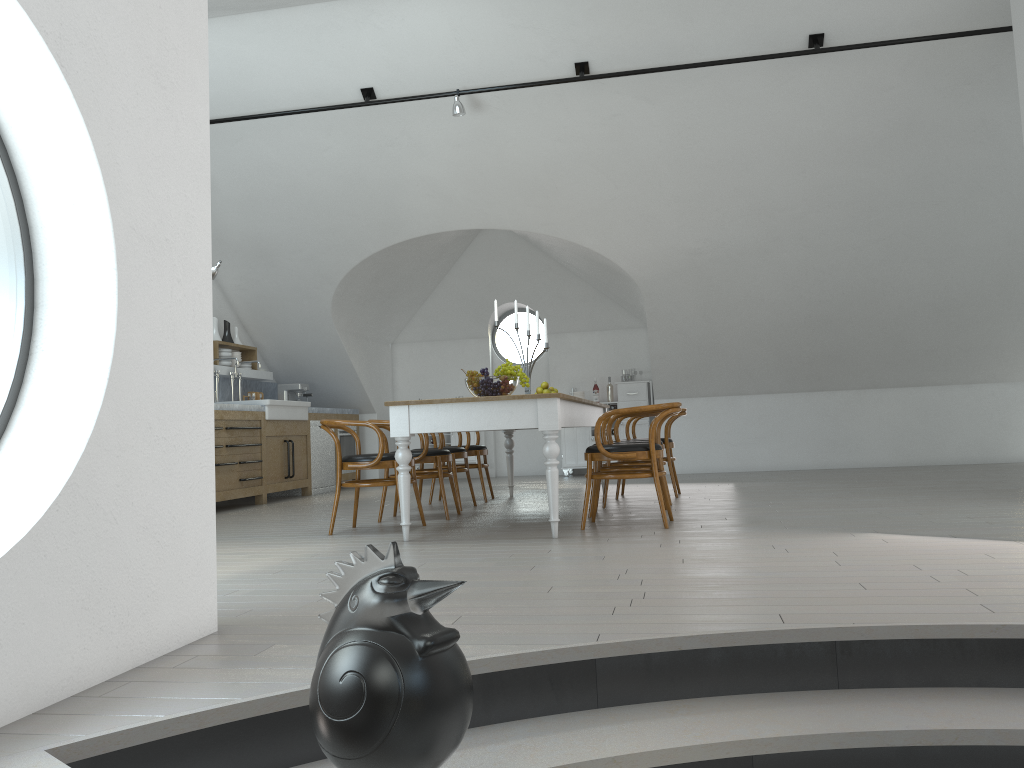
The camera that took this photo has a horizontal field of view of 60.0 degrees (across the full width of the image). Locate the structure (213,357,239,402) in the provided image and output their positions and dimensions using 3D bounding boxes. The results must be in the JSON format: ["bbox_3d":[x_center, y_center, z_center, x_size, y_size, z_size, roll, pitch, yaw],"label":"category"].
[{"bbox_3d":[-2.972,-0.002,9.145,0.332,0.531,0.213,-2,-5,-9],"label":"structure"}]

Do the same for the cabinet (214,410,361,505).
[{"bbox_3d":[-2.976,0.776,8.152,1.003,1.024,6.416,-3,-3,11],"label":"cabinet"}]

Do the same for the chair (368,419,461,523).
[{"bbox_3d":[-0.730,0.613,6.458,0.621,0.737,0.526,-3,-4,7],"label":"chair"}]

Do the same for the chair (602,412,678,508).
[{"bbox_3d":[0.989,0.557,6.824,0.621,0.737,0.526,-3,-4,6],"label":"chair"}]

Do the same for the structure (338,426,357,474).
[{"bbox_3d":[-2.291,0.782,10.884,0.630,0.638,0.631,-3,-4,11],"label":"structure"}]

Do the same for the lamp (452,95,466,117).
[{"bbox_3d":[-0.453,-2.367,7.538,0.112,0.175,0.114,0,-5,-26],"label":"lamp"}]

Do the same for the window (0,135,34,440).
[{"bbox_3d":[-1.530,-0.286,1.784,0.104,1.474,1.467,-3,-4,11],"label":"window"}]

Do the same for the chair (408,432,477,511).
[{"bbox_3d":[-0.652,0.648,7.182,0.621,0.737,0.526,-4,-4,14],"label":"chair"}]

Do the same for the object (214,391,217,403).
[{"bbox_3d":[-2.866,0.134,8.286,0.232,0.171,0.393,-2,-3,-9],"label":"object"}]

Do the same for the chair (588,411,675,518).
[{"bbox_3d":[0.836,0.526,6.115,0.621,0.737,0.526,-3,-4,11],"label":"chair"}]

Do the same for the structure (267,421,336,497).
[{"bbox_3d":[-2.433,0.844,10.137,0.598,0.825,0.723,-3,-4,11],"label":"structure"}]

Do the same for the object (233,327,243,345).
[{"bbox_3d":[-3.106,-0.536,9.993,0.156,0.219,0.155,-2,-4,-8],"label":"object"}]

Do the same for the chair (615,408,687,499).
[{"bbox_3d":[1.192,0.586,7.520,0.621,0.737,0.526,-3,-4,13],"label":"chair"}]

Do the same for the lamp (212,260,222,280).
[{"bbox_3d":[-2.725,-1.034,8.090,0.169,0.177,0.112,-3,-4,3],"label":"lamp"}]

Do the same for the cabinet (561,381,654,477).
[{"bbox_3d":[1.207,0.576,11.352,1.242,1.156,0.608,-3,-4,11],"label":"cabinet"}]

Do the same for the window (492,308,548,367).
[{"bbox_3d":[0.124,-0.632,12.130,0.899,0.902,0.060,-3,-5,11],"label":"window"}]

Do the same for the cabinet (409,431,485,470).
[{"bbox_3d":[-0.914,0.747,11.551,1.134,0.791,0.496,-3,-4,11],"label":"cabinet"}]

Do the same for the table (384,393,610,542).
[{"bbox_3d":[0.101,0.547,6.576,1.018,0.801,3.343,-3,-3,11],"label":"table"}]

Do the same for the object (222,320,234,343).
[{"bbox_3d":[-3.140,-0.571,9.773,0.156,0.269,0.156,-4,-4,15],"label":"object"}]

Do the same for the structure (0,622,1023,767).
[{"bbox_3d":[0.912,0.922,0.260,4.709,0.695,4.699,0,-4,-34],"label":"structure"}]

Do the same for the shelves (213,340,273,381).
[{"bbox_3d":[-3.369,-0.850,7.906,0.480,1.365,5.539,-3,-3,5],"label":"shelves"}]

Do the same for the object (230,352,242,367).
[{"bbox_3d":[-3.073,-0.268,9.822,0.154,0.160,0.157,-6,-5,39],"label":"object"}]

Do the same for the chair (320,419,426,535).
[{"bbox_3d":[-0.925,0.584,5.759,0.621,0.737,0.526,-3,-4,11],"label":"chair"}]

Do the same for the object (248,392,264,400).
[{"bbox_3d":[-2.964,0.201,10.256,0.104,0.223,0.200,-3,-4,11],"label":"object"}]

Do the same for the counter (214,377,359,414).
[{"bbox_3d":[-3.020,-0.038,8.297,0.961,0.621,6.563,-3,-3,11],"label":"counter"}]

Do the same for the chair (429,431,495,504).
[{"bbox_3d":[-0.506,0.680,7.889,0.621,0.737,0.526,-3,-4,7],"label":"chair"}]

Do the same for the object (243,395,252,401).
[{"bbox_3d":[-2.994,0.216,10.034,0.100,0.172,0.172,-3,-4,12],"label":"object"}]

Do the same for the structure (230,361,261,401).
[{"bbox_3d":[-2.880,0.019,9.624,0.332,0.531,0.213,-2,-5,-9],"label":"structure"}]

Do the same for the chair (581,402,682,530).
[{"bbox_3d":[0.740,0.491,5.395,0.621,0.737,0.526,-4,-4,14],"label":"chair"}]

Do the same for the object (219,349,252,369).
[{"bbox_3d":[-3.097,-0.265,9.826,0.198,0.196,0.655,-3,-3,10],"label":"object"}]

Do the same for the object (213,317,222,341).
[{"bbox_3d":[-3.193,-0.583,9.516,0.156,0.269,0.156,-2,-4,-1],"label":"object"}]

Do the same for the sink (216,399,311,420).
[{"bbox_3d":[-2.644,0.293,9.272,0.727,0.202,1.019,-3,-3,11],"label":"sink"}]
